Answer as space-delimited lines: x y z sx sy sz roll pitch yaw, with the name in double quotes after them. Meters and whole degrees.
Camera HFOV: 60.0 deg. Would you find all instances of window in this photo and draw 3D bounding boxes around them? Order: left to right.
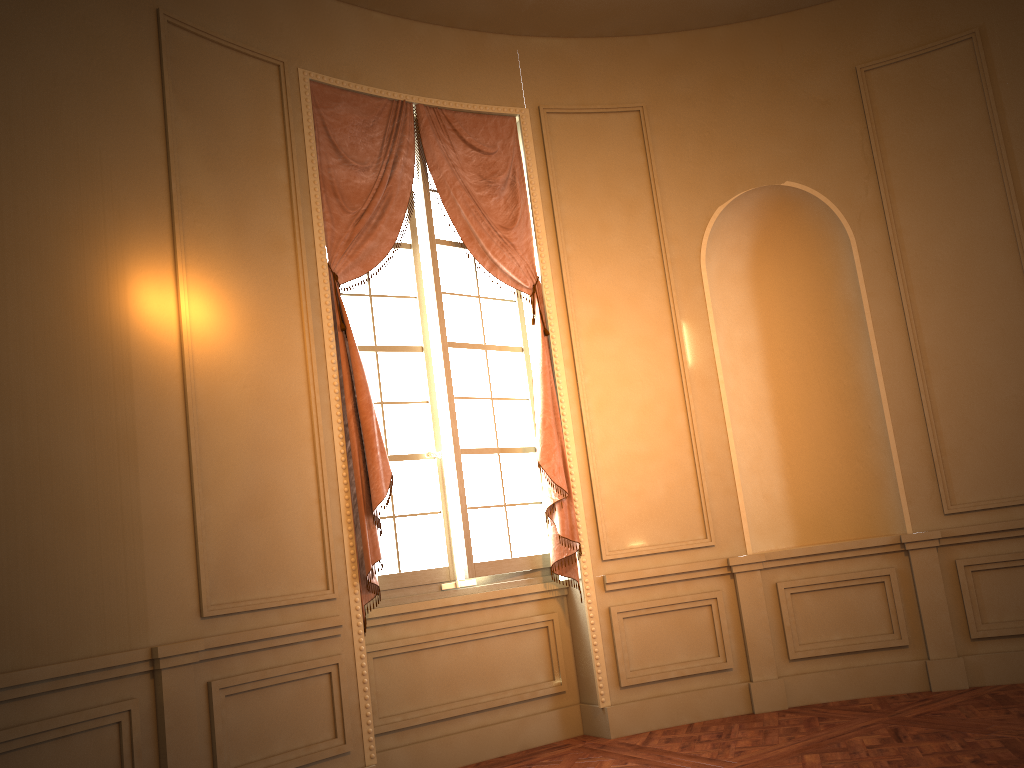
-0.448 -0.220 5.080 1.335 2.818 0.151 -2 -10 -31 "window"

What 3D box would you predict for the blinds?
-0.323 -0.208 4.884 1.359 2.957 0.282 -2 -10 -32 "blinds"
